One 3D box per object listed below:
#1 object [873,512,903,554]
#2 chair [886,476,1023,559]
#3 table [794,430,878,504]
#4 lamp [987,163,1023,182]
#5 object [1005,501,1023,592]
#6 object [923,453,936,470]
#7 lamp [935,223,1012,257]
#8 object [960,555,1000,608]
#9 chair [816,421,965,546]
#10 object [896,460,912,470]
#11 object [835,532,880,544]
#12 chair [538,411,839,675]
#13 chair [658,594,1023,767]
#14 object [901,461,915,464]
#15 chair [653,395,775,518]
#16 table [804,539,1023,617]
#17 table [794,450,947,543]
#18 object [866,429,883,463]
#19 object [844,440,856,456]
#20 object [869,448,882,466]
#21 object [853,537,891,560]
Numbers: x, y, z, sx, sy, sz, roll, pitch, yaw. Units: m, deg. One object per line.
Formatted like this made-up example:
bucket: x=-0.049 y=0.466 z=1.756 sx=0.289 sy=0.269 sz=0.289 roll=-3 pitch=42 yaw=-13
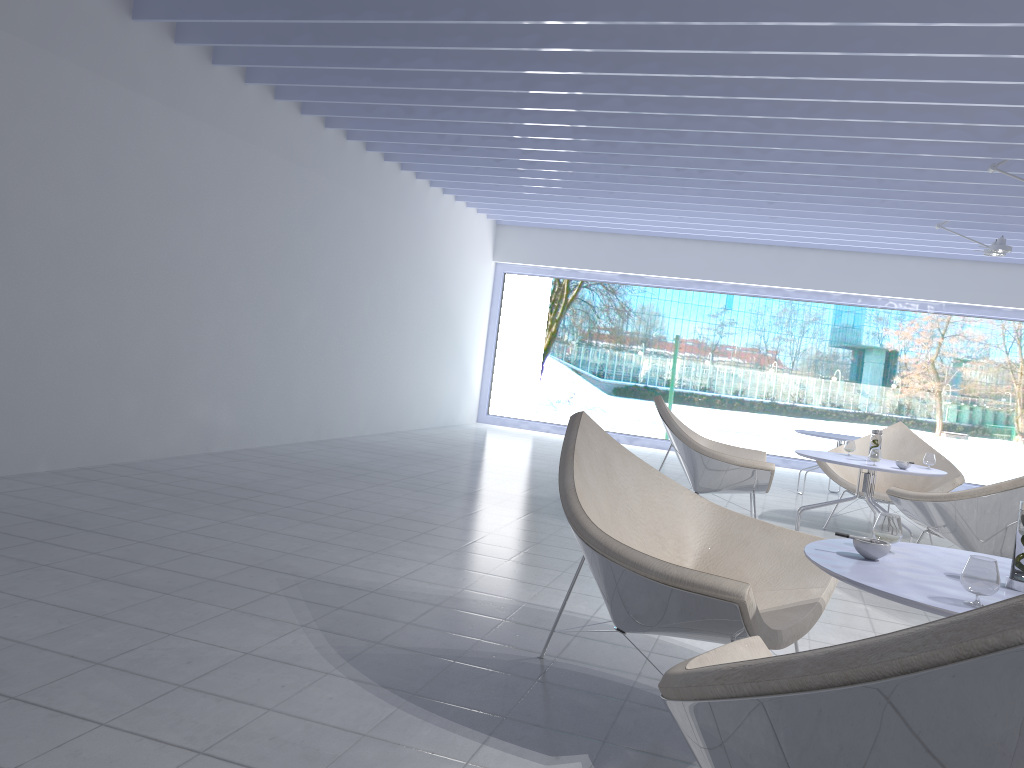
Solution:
object: x=0.915 y=0.363 z=2.161 sx=0.068 sy=0.091 sz=0.068 roll=7 pitch=2 yaw=7
chair: x=2.382 y=0.671 z=4.227 sx=0.906 sy=0.759 sz=0.753 roll=6 pitch=2 yaw=-13
table: x=2.858 y=0.723 z=7.734 sx=0.823 sy=0.534 sz=0.825 roll=6 pitch=2 yaw=-26
lamp: x=3.286 y=-1.245 z=5.531 sx=0.587 sy=0.218 sz=0.380 roll=8 pitch=2 yaw=17
object: x=1.108 y=0.348 z=1.894 sx=0.075 sy=0.185 sz=0.075 roll=6 pitch=2 yaw=-20
object: x=2.390 y=0.442 z=5.080 sx=0.068 sy=0.091 sz=0.068 roll=7 pitch=2 yaw=10
lamp: x=3.913 y=-1.238 z=7.545 sx=0.587 sy=0.218 sz=0.380 roll=8 pitch=2 yaw=17
object: x=0.890 y=0.376 z=1.686 sx=0.068 sy=0.091 sz=0.068 roll=7 pitch=2 yaw=7
chair: x=2.557 y=0.632 z=6.007 sx=0.906 sy=0.759 sz=0.753 roll=8 pitch=2 yaw=28
object: x=2.133 y=0.444 z=4.835 sx=0.082 sy=0.043 sz=0.082 roll=6 pitch=2 yaw=-15
object: x=0.797 y=0.357 z=2.047 sx=0.098 sy=0.016 sz=0.012 roll=7 pitch=2 yaw=17
chair: x=0.433 y=0.495 z=2.469 sx=0.753 sy=0.759 sz=0.906 roll=8 pitch=2 yaw=35
chair: x=0.557 y=0.559 z=1.020 sx=0.906 sy=0.759 sz=0.753 roll=8 pitch=2 yaw=32
object: x=2.140 y=0.425 z=4.803 sx=0.012 sy=0.016 sz=0.098 roll=6 pitch=2 yaw=-17
chair: x=1.192 y=0.485 z=5.447 sx=0.753 sy=0.759 sz=0.906 roll=7 pitch=2 yaw=13
table: x=1.034 y=0.700 z=1.939 sx=0.825 sy=0.534 sz=0.823 roll=7 pitch=2 yaw=-6
table: x=2.031 y=0.712 z=5.138 sx=0.825 sy=0.534 sz=0.823 roll=7 pitch=2 yaw=8
object: x=2.106 y=0.356 z=5.141 sx=0.075 sy=0.189 sz=0.075 roll=7 pitch=2 yaw=9
object: x=2.058 y=0.391 z=5.404 sx=0.068 sy=0.091 sz=0.068 roll=9 pitch=3 yaw=40
object: x=1.982 y=0.401 z=4.839 sx=0.068 sy=0.091 sz=0.068 roll=5 pitch=3 yaw=-44
object: x=0.824 y=0.380 z=2.034 sx=0.082 sy=0.043 sz=0.082 roll=8 pitch=2 yaw=19
